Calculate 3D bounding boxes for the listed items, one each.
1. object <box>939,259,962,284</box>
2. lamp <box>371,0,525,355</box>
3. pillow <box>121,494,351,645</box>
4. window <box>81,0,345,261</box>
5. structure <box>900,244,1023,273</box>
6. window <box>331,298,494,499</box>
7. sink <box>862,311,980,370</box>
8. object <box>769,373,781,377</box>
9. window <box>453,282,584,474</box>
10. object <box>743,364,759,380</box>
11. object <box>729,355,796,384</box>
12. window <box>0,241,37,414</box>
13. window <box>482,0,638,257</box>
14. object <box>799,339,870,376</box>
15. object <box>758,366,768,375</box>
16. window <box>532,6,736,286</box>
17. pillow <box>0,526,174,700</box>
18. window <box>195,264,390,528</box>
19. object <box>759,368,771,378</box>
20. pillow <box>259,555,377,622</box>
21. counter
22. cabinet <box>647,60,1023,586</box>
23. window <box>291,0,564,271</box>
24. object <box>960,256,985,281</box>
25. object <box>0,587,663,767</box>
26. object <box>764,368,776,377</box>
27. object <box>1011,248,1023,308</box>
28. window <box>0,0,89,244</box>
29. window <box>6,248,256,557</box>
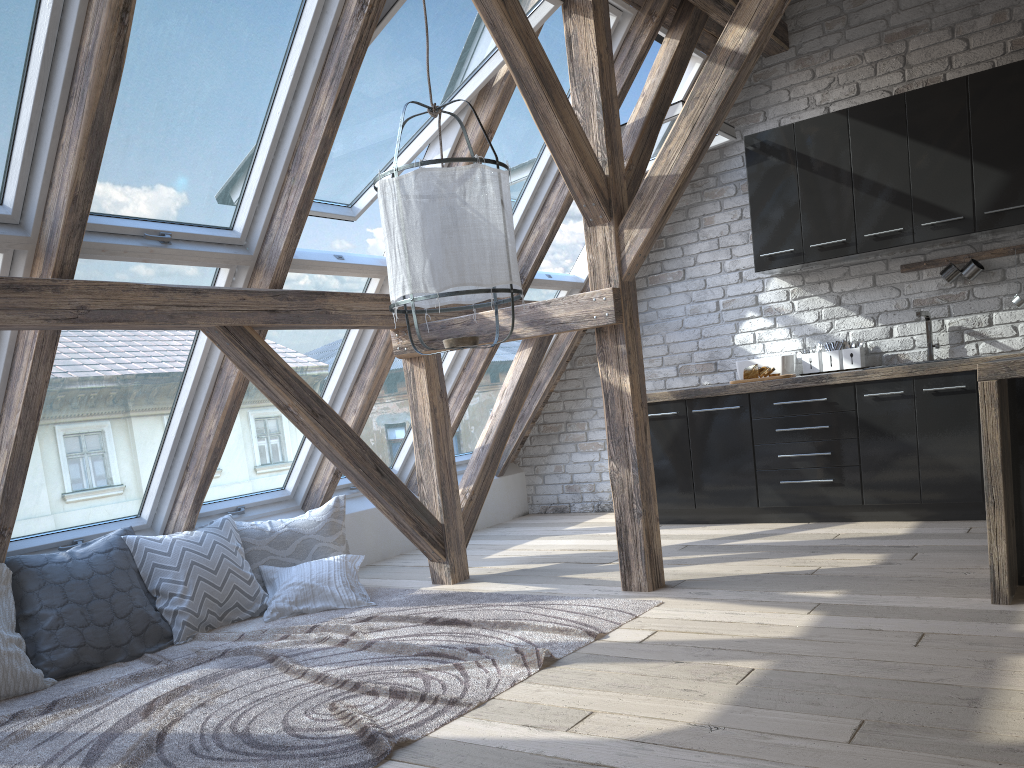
[{"bbox_3d":[2.469,-0.634,4.948,0.118,0.140,0.092,-4,5,37],"label":"object"},{"bbox_3d":[-0.253,-1.047,2.530,0.406,1.915,0.397,-8,6,-14],"label":"lamp"},{"bbox_3d":[-1.325,0.909,4.431,0.503,0.538,1.142,-4,2,40],"label":"pillow"},{"bbox_3d":[-1.020,-1.179,3.033,1.100,1.289,0.844,-4,5,35],"label":"window"},{"bbox_3d":[2.630,-0.716,4.840,0.936,0.046,0.080,-7,0,35],"label":"structure"},{"bbox_3d":[-0.658,0.018,5.226,1.100,1.289,0.844,-4,5,35],"label":"window"},{"bbox_3d":[2.278,-0.147,4.881,0.528,0.520,0.508,-5,3,35],"label":"sink"},{"bbox_3d":[1.571,-0.053,5.260,0.069,0.017,0.077,-7,-1,13],"label":"object"},{"bbox_3d":[-0.137,-0.030,5.972,1.100,1.289,0.844,-4,5,35],"label":"window"},{"bbox_3d":[1.431,-0.072,5.280,0.090,0.088,0.085,-6,3,12],"label":"object"},{"bbox_3d":[1.554,-0.092,5.405,0.383,0.135,0.584,-7,-1,23],"label":"object"},{"bbox_3d":[-2.219,0.161,2.990,1.100,1.289,0.844,-4,5,35],"label":"window"},{"bbox_3d":[0.021,-1.274,4.524,1.100,1.289,0.844,-4,5,35],"label":"window"},{"bbox_3d":[1.957,-0.173,5.346,0.407,0.203,0.145,-6,3,36],"label":"object"},{"bbox_3d":[1.518,-0.072,5.310,0.074,0.068,0.078,-6,2,7],"label":"object"},{"bbox_3d":[0.491,-1.316,5.305,1.527,1.289,0.844,-5,4,35],"label":"window"},{"bbox_3d":[-1.986,0.942,3.562,0.469,0.568,1.258,-4,2,36],"label":"pillow"},{"bbox_3d":[-1.178,0.065,4.481,1.100,1.289,0.844,-4,5,35],"label":"window"},{"bbox_3d":[1.511,-0.067,5.253,0.072,0.058,0.082,-6,1,11],"label":"object"},{"bbox_3d":[-0.970,1.007,4.372,0.534,0.244,0.474,-7,1,-13],"label":"pillow"},{"bbox_3d":[2.032,0.332,4.151,3.830,0.860,2.217,-7,0,35],"label":"counter"},{"bbox_3d":[2.144,-0.520,4.001,4.234,2.532,2.067,-6,3,35],"label":"cabinet"},{"bbox_3d":[-0.540,-1.222,3.807,1.412,1.289,0.844,-5,4,35],"label":"window"},{"bbox_3d":[2.553,-0.645,4.879,0.092,0.140,0.117,-10,4,-38],"label":"object"},{"bbox_3d":[-1.159,1.079,3.042,2.198,0.057,3.153,-7,-1,35],"label":"object"},{"bbox_3d":[1.539,-0.069,5.258,0.073,0.055,0.082,-6,1,11],"label":"object"},{"bbox_3d":[2.744,-0.574,4.777,0.071,0.329,0.065,-2,7,35],"label":"object"},{"bbox_3d":[-1.540,-1.132,2.288,1.100,1.289,0.844,-4,5,35],"label":"window"},{"bbox_3d":[-1.699,0.113,3.735,1.100,1.289,0.844,-4,5,35],"label":"window"}]
